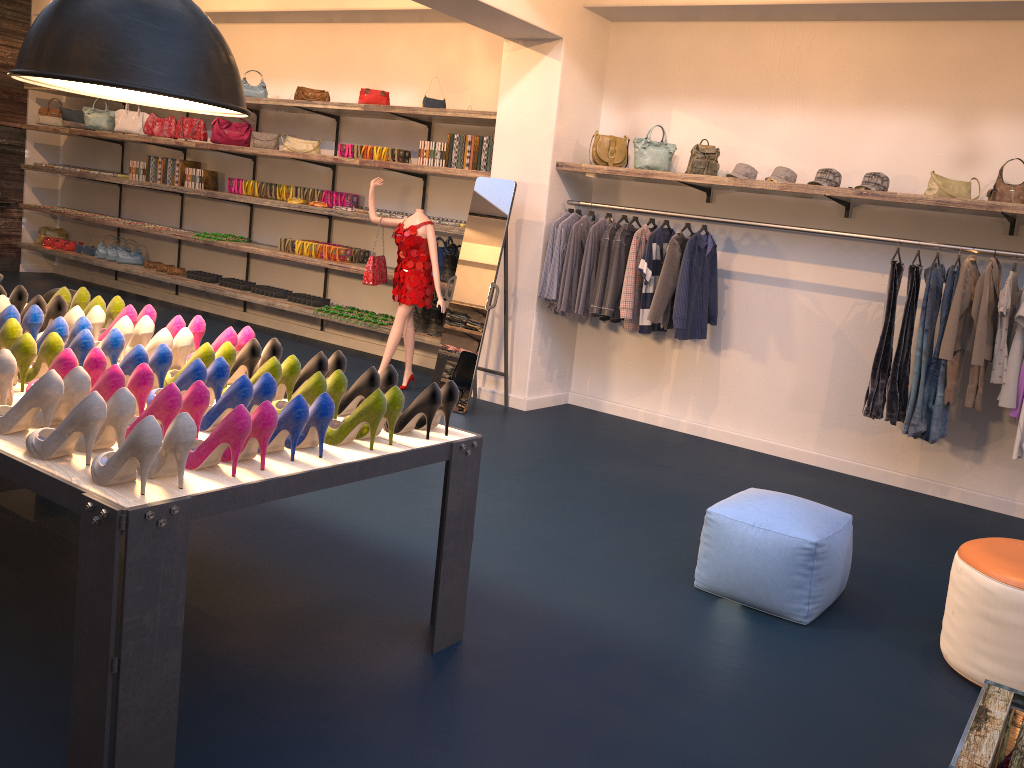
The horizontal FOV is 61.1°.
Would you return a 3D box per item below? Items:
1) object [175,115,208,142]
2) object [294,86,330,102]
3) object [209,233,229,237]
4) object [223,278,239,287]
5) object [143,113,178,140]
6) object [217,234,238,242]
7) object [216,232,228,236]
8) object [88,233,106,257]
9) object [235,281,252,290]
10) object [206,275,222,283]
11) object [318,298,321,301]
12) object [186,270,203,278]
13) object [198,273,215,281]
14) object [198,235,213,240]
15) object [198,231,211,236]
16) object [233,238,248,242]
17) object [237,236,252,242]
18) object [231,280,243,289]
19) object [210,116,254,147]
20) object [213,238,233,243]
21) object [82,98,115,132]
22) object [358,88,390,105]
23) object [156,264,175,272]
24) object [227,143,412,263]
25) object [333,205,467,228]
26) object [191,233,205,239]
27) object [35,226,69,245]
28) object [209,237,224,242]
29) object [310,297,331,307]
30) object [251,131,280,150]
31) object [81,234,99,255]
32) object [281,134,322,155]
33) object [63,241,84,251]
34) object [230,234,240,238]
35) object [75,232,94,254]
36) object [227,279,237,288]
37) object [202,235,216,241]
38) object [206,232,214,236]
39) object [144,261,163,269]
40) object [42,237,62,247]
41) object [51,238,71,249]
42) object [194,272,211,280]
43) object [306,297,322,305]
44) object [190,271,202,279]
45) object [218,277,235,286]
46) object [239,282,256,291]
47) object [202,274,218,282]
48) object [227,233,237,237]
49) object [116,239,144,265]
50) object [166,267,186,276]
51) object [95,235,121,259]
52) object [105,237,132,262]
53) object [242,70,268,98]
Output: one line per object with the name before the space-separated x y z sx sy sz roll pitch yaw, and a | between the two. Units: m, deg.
object | -3.363 -2.675 9.084 0.317 0.247 0.137 8 7 3
object | -1.862 -2.735 8.251 0.392 0.139 0.373 -3 15 -44
object | -3.017 -1.524 8.965 0.079 0.063 0.256 15 13 41
object | -2.937 -1.061 9.084 0.061 0.087 0.201 12 11 35
object | -3.783 -2.789 9.383 0.347 0.251 0.135 6 7 -8
object | -2.925 -1.507 8.942 0.078 0.067 0.256 15 13 40
object | -3.072 -1.578 9.212 0.251 0.053 0.080 2 11 -26
object | -4.884 -1.642 10.259 0.214 0.277 0.055 3 7 -26
object | -2.775 -1.020 8.985 0.061 0.087 0.201 12 11 35
object | -3.158 -1.116 9.218 0.061 0.087 0.201 12 11 35
object | -1.854 -0.818 8.420 0.051 0.022 0.011 1 9 -30
object | -3.429 -1.184 9.383 0.061 0.087 0.201 12 11 35
object | -3.266 -1.143 9.283 0.061 0.087 0.201 12 11 35
object | -3.159 -1.518 8.986 0.078 0.057 0.251 13 12 30
object | -3.160 -1.558 9.051 0.077 0.062 0.256 14 13 38
object | -2.846 -1.478 8.991 0.078 0.057 0.251 13 12 30
object | -2.817 -1.521 9.090 0.082 0.067 0.246 9 11 14
object | -2.827 -1.034 9.017 0.061 0.087 0.201 12 11 35
object | -2.867 -2.601 8.884 0.288 0.334 0.363 10 9 23
object | -2.954 -1.463 8.844 0.078 0.057 0.251 13 12 30
object | -4.706 -3.082 9.928 0.383 0.363 0.170 5 7 -15
object | -1.236 -2.575 7.820 0.294 0.148 0.108 3 9 -23
object | -3.825 -1.288 9.655 0.224 0.082 0.225 12 11 23
object | -1.982 -1.801 8.507 2.512 1.125 0.491 14 9 31
object | -0.989 -1.521 7.850 1.423 0.059 0.520 14 13 31
object | -3.237 -1.535 9.025 0.078 0.057 0.251 13 12 30
object | -5.737 -1.849 10.859 0.392 0.232 0.189 3 9 -24
object | -3.017 -1.482 8.899 0.078 0.057 0.251 13 12 30
object | -1.858 -0.792 8.427 0.200 0.087 0.062 2 9 -29
object | -2.451 -2.416 8.629 0.274 0.174 0.103 6 7 -7
object | -4.997 -1.670 10.331 0.217 0.277 0.055 1 8 -34
object | -2.031 -2.309 8.369 0.380 0.173 0.223 4 9 -15
object | -5.300 -1.666 10.504 0.233 0.117 0.086 3 9 -23
object | -2.910 -1.537 9.112 0.083 0.072 0.244 9 11 13
object | -5.101 -1.696 10.391 0.214 0.277 0.055 3 7 -26
object | -2.882 -1.048 9.051 0.061 0.087 0.201 12 11 35
object | -3.096 -1.499 8.931 0.078 0.057 0.251 13 12 30
object | -3.068 -1.542 9.029 0.077 0.067 0.256 15 13 40
object | -4.019 -1.341 9.794 0.229 0.082 0.219 -3 15 -44
object | -5.647 -1.747 10.689 0.233 0.117 0.085 3 9 -23
object | -5.479 -1.705 10.586 0.233 0.117 0.085 3 9 -23
object | -3.321 -1.157 9.318 0.061 0.087 0.201 12 11 35
object | -1.912 -0.805 8.460 0.201 0.087 0.061 1 10 -32
object | -3.376 -1.171 9.351 0.061 0.087 0.201 12 11 35
object | -2.991 -1.075 9.116 0.061 0.087 0.201 12 11 35
object | -2.720 -1.007 8.952 0.061 0.087 0.201 12 11 35
object | -3.213 -1.130 9.251 0.061 0.087 0.201 12 11 35
object | -2.961 -1.555 9.176 0.079 0.074 0.249 10 11 22
object | -4.355 -1.509 9.909 0.292 0.280 0.091 3 7 -22
object | -3.647 -1.234 9.496 0.224 0.082 0.225 12 11 23
object | -4.684 -1.588 10.094 0.295 0.280 0.090 2 8 -28
object | -4.520 -1.548 10.001 0.292 0.280 0.091 3 7 -22
object | -2.573 -2.982 8.656 0.292 0.280 0.091 3 7 -22
